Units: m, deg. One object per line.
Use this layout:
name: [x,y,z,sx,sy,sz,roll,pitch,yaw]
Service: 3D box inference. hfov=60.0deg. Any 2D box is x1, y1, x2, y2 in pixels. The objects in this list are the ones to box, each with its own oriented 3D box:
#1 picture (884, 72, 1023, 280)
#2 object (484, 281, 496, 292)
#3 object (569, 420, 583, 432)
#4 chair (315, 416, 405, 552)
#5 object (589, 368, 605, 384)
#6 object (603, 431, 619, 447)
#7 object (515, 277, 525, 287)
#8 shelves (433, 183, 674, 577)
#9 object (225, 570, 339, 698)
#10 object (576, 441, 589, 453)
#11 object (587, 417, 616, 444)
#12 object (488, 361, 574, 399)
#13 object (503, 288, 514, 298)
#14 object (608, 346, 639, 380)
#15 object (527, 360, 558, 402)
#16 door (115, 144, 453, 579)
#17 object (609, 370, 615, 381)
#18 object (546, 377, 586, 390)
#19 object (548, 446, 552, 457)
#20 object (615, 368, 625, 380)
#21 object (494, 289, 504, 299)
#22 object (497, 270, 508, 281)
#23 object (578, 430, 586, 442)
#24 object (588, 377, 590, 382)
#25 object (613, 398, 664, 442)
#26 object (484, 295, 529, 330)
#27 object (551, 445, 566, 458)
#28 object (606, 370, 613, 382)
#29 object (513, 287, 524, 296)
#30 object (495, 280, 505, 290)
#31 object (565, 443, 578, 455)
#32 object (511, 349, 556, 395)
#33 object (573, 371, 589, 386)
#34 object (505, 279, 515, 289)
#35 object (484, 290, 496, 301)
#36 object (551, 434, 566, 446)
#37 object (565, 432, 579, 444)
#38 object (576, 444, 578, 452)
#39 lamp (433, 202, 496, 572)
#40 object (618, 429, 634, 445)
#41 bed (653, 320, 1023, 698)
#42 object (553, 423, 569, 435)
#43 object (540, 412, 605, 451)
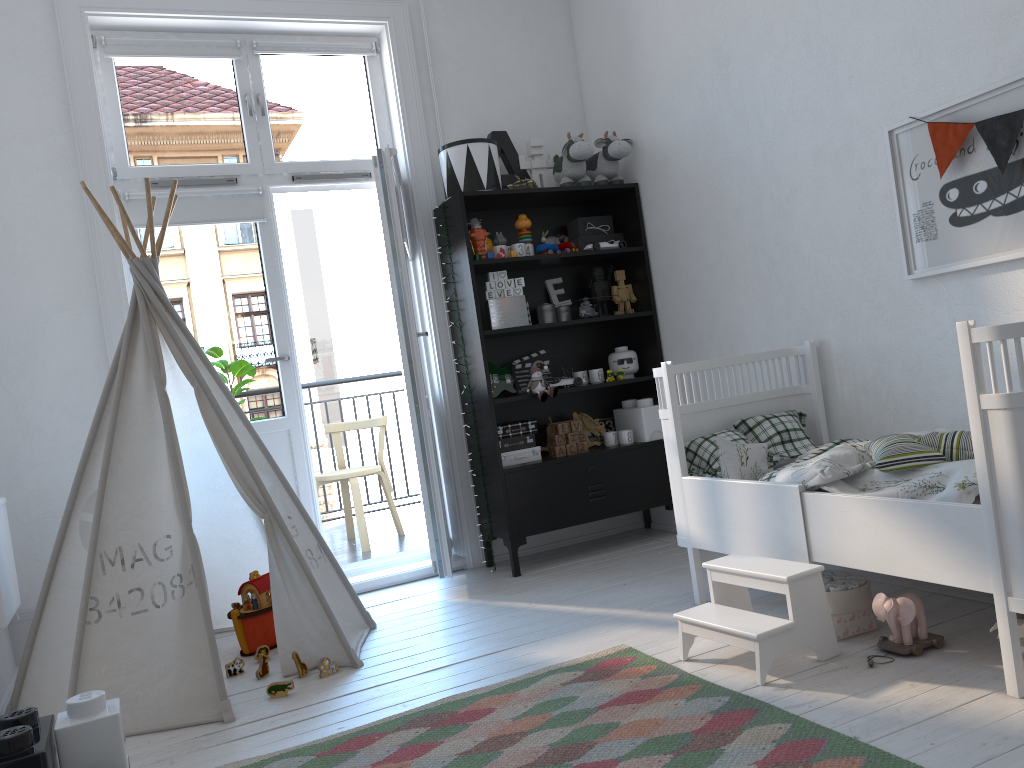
picture: [1.382,-0.596,2.529,0.030,0.493,0.703,-9,1,-24]
object: [-0.098,-0.432,3.939,0.040,0.040,0.040,-8,1,-14]
object: [0.296,0.195,4.105,0.050,0.050,0.050,-8,1,-4]
chair: [-0.928,0.574,5.121,0.436,0.715,0.498,-8,1,21]
object: [0.397,-0.036,4.156,0.067,0.067,0.067,-8,1,-10]
object: [0.468,0.260,4.185,0.067,0.067,0.067,-8,1,-10]
object: [0.035,-0.452,3.961,0.040,0.040,0.040,-8,1,1]
shelves: [0.236,-0.048,4.152,0.911,1.678,0.353,-9,1,-24]
object: [-0.826,0.818,3.079,0.385,0.284,0.857,-9,1,-32]
object: [0.326,0.291,4.098,0.050,0.050,0.050,-8,1,6]
object: [0.386,0.242,4.371,0.347,0.120,0.034,-8,1,-24]
object: [0.054,-0.019,4.205,0.542,0.239,0.093,-8,1,-23]
object: [-0.016,-0.404,3.952,0.040,0.040,0.040,-8,1,-9]
object: [0.537,-0.099,4.277,0.139,0.162,0.139,-8,1,41]
object: [0.130,-0.013,3.917,0.110,0.186,0.129,-9,1,-37]
door: [-0.888,-0.021,3.773,1.263,1.839,0.637,-9,1,-22]
object: [0.468,-0.040,4.188,0.042,0.054,0.031,-9,1,-24]
object: [0.228,-0.001,4.088,0.230,0.048,0.098,-8,0,1]
object: [0.204,0.308,4.103,0.050,0.050,0.050,-9,1,-24]
object: [0.508,-0.046,4.173,0.042,0.054,0.031,-8,1,21]
object: [-0.061,-0.397,3.953,0.040,0.040,0.040,-8,1,-19]
object: [-0.046,-0.481,3.948,0.040,0.040,0.040,-8,1,-14]
object: [0.310,0.243,4.123,0.050,0.050,0.050,-9,1,-24]
object: [0.376,-0.018,4.318,0.163,0.034,0.069,-8,0,-24]
object: [0.616,0.172,4.283,0.132,0.199,0.267,-9,1,-24]
object: [-0.025,-0.314,3.986,0.170,0.138,0.124,-8,1,-9]
object: [0.213,0.307,4.047,0.050,0.050,0.050,-9,1,-24]
object: [0.452,-0.037,4.122,0.031,0.054,0.042,-8,1,26]
object: [0.029,-0.410,3.959,0.040,0.040,0.040,-8,1,6]
object: [-0.053,-0.439,3.946,0.040,0.040,0.040,-8,1,-4]
object: [0.266,0.300,4.071,0.050,0.050,0.050,-8,1,-19]
object: [0.097,-0.057,4.197,0.200,0.199,0.048,-9,1,-24]
object: [0.324,-0.026,4.175,0.067,0.067,0.067,-8,1,-10]
object: [-0.009,-0.446,3.954,0.040,0.040,0.040,-8,1,6]
object: [-0.098,-0.392,3.939,0.040,0.040,0.040,-8,1,-9]
object: [0.213,0.257,4.072,0.050,0.050,0.050,-9,1,-24]
object: [0.272,0.248,4.077,0.050,0.050,0.050,-9,1,-24]
object: [0.309,0.293,4.154,0.050,0.050,0.050,-9,1,-24]
lamp: [0.187,-0.044,4.199,0.984,1.684,0.095,-9,1,-26]
object: [0.535,0.250,4.155,0.067,0.067,0.067,-8,1,-10]
bed: [1.104,0.263,2.607,0.670,0.833,1.404,-9,1,-24]
object: [0.225,0.205,4.071,0.050,0.050,0.050,-9,1,-24]
object: [0.280,0.230,4.227,0.337,0.186,0.111,-8,1,-9]
